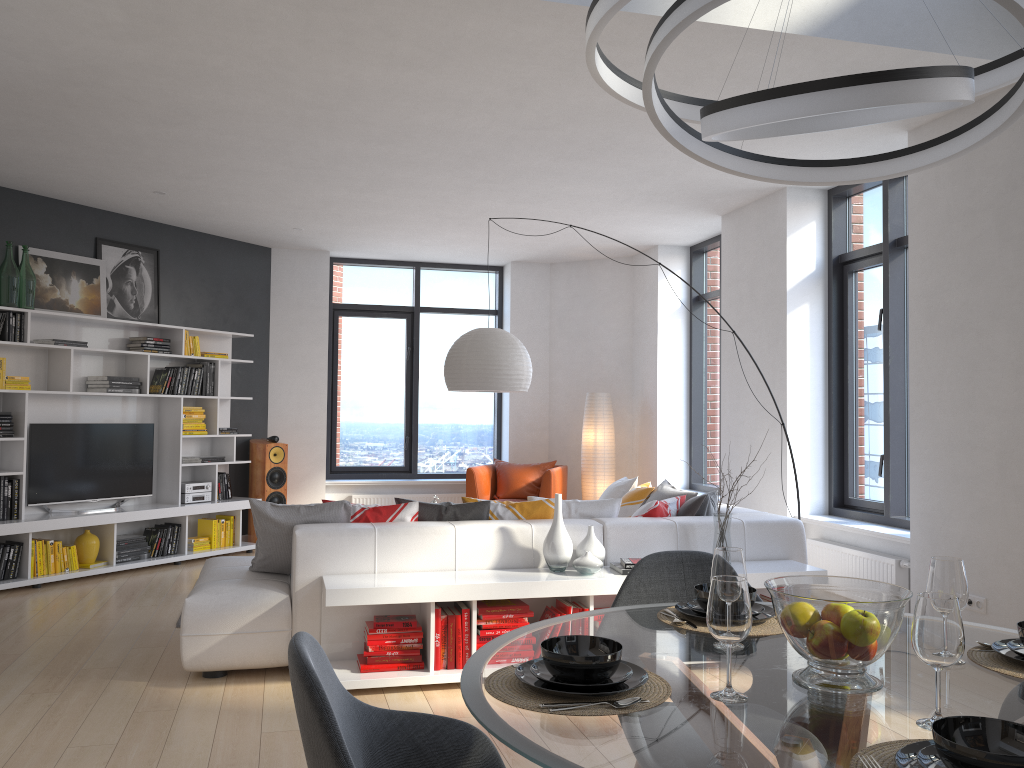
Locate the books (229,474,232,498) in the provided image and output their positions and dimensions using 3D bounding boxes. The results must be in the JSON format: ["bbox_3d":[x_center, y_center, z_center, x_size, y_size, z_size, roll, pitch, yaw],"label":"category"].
[{"bbox_3d":[-2.712,0.958,8.318,0.179,0.233,0.077,-1,-2,31],"label":"books"}]

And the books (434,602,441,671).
[{"bbox_3d":[-0.382,1.225,4.331,0.036,0.294,0.208,1,-2,-14],"label":"books"}]

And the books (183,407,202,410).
[{"bbox_3d":[-2.947,0.218,8.018,0.163,0.023,0.223,-1,-3,35],"label":"books"}]

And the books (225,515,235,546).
[{"bbox_3d":[-2.657,1.357,8.242,0.213,0.270,0.025,-1,-2,31],"label":"books"}]

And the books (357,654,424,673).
[{"bbox_3d":[-0.594,1.351,4.313,0.301,0.032,0.227,1,-2,-14],"label":"books"}]

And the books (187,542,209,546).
[{"bbox_3d":[-2.807,1.425,7.912,0.113,0.018,0.169,-1,-3,32],"label":"books"}]

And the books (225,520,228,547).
[{"bbox_3d":[-2.683,1.371,8.161,0.172,0.234,0.024,-1,-2,31],"label":"books"}]

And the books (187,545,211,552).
[{"bbox_3d":[-2.818,1.462,7.922,0.147,0.033,0.190,-1,-2,31],"label":"books"}]

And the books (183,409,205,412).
[{"bbox_3d":[-2.923,0.241,8.014,0.163,0.023,0.223,-1,-3,35],"label":"books"}]

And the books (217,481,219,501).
[{"bbox_3d":[-2.784,0.935,8.163,0.202,0.268,0.053,-1,-2,30],"label":"books"}]

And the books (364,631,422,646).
[{"bbox_3d":[-0.586,1.239,4.342,0.261,0.028,0.191,1,-2,-15],"label":"books"}]

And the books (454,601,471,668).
[{"bbox_3d":[-0.245,1.228,4.365,0.049,0.291,0.214,1,-2,-14],"label":"books"}]

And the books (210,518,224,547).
[{"bbox_3d":[-2.712,1.361,8.116,0.185,0.250,0.035,-1,-2,31],"label":"books"}]

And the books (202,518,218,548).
[{"bbox_3d":[-2.749,1.354,8.062,0.199,0.263,0.015,-1,-2,31],"label":"books"}]

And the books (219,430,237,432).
[{"bbox_3d":[-2.693,0.439,8.281,0.142,0.015,0.198,-1,-2,29],"label":"books"}]

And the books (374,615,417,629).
[{"bbox_3d":[-0.571,1.159,4.326,0.206,0.029,0.152,1,-2,-8],"label":"books"}]

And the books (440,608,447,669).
[{"bbox_3d":[-0.349,1.243,4.342,0.031,0.255,0.181,1,-2,-14],"label":"books"}]

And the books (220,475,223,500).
[{"bbox_3d":[-2.747,0.953,8.205,0.170,0.236,0.049,-1,-2,31],"label":"books"}]

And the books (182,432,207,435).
[{"bbox_3d":[-2.913,0.442,7.987,0.194,0.028,0.257,-1,-3,36],"label":"books"}]

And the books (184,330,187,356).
[{"bbox_3d":[-2.941,-0.363,7.840,0.161,0.229,0.041,-1,-2,29],"label":"books"}]

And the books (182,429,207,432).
[{"bbox_3d":[-2.921,0.417,7.990,0.203,0.024,0.257,-1,-3,34],"label":"books"}]

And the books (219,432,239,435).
[{"bbox_3d":[-2.690,0.458,8.280,0.161,0.023,0.213,-1,-3,34],"label":"books"}]

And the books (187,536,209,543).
[{"bbox_3d":[-2.829,1.390,7.929,0.138,0.026,0.186,-1,-2,30],"label":"books"}]

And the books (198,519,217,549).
[{"bbox_3d":[-2.763,1.355,8.034,0.198,0.255,0.044,-1,-2,31],"label":"books"}]

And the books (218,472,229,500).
[{"bbox_3d":[-2.724,0.946,8.251,0.193,0.255,0.066,-1,-2,30],"label":"books"}]

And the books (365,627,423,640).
[{"bbox_3d":[-0.578,1.211,4.328,0.269,0.028,0.179,1,-2,-13],"label":"books"}]

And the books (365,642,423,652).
[{"bbox_3d":[-0.578,1.264,4.327,0.257,0.025,0.182,1,-2,-14],"label":"books"}]

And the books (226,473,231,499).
[{"bbox_3d":[-2.702,0.953,8.273,0.177,0.242,0.066,-1,-2,30],"label":"books"}]

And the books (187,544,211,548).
[{"bbox_3d":[-2.821,1.439,7.926,0.148,0.011,0.196,-1,-2,31],"label":"books"}]

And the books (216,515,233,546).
[{"bbox_3d":[-2.663,1.356,8.214,0.204,0.270,0.029,-1,-2,31],"label":"books"}]

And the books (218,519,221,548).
[{"bbox_3d":[-2.727,1.360,8.094,0.180,0.251,0.019,-1,-2,31],"label":"books"}]

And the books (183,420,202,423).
[{"bbox_3d":[-2.925,0.337,7.983,0.145,0.023,0.217,-1,-3,35],"label":"books"}]

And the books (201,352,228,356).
[{"bbox_3d":[-2.794,-0.274,8.187,0.203,0.024,0.257,-1,-3,34],"label":"books"}]

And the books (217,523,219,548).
[{"bbox_3d":[-2.722,1.372,8.066,0.156,0.229,0.024,-1,-2,30],"label":"books"}]

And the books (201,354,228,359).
[{"bbox_3d":[-2.786,-0.248,8.185,0.194,0.028,0.257,-1,-3,36],"label":"books"}]

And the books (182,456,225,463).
[{"bbox_3d":[-2.830,0.690,8.129,0.250,0.047,0.310,0,-2,26],"label":"books"}]

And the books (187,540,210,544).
[{"bbox_3d":[-2.816,1.410,7.925,0.134,0.014,0.187,-1,-2,31],"label":"books"}]

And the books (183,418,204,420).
[{"bbox_3d":[-2.933,0.318,8.002,0.171,0.019,0.239,-1,-2,31],"label":"books"}]

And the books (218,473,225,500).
[{"bbox_3d":[-2.729,0.950,8.221,0.169,0.242,0.050,-1,-2,30],"label":"books"}]

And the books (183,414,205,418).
[{"bbox_3d":[-2.926,0.292,8.011,0.176,0.033,0.239,-1,-3,34],"label":"books"}]

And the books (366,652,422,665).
[{"bbox_3d":[-0.580,1.319,4.326,0.259,0.034,0.206,1,-2,-11],"label":"books"}]

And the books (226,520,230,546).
[{"bbox_3d":[-2.673,1.372,8.186,0.172,0.234,0.024,-1,-2,31],"label":"books"}]

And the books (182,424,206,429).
[{"bbox_3d":[-2.924,0.383,7.994,0.189,0.042,0.243,-1,-2,31],"label":"books"}]

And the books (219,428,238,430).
[{"bbox_3d":[-2.705,0.420,8.292,0.161,0.023,0.213,-1,-3,34],"label":"books"}]

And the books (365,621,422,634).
[{"bbox_3d":[-0.581,1.185,4.332,0.254,0.025,0.178,1,-2,-15],"label":"books"}]

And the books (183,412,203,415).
[{"bbox_3d":[-2.931,0.264,8.008,0.227,0.022,0.160,3,-3,-44],"label":"books"}]

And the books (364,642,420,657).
[{"bbox_3d":[-0.586,1.289,4.316,0.266,0.026,0.187,1,-2,-9],"label":"books"}]

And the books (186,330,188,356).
[{"bbox_3d":[-2.946,-0.360,7.869,0.163,0.224,0.041,-1,-2,29],"label":"books"}]

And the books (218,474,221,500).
[{"bbox_3d":[-2.765,0.951,8.188,0.189,0.240,0.053,-1,-2,31],"label":"books"}]

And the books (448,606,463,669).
[{"bbox_3d":[-0.277,1.242,4.351,0.042,0.259,0.195,1,-2,-14],"label":"books"}]
